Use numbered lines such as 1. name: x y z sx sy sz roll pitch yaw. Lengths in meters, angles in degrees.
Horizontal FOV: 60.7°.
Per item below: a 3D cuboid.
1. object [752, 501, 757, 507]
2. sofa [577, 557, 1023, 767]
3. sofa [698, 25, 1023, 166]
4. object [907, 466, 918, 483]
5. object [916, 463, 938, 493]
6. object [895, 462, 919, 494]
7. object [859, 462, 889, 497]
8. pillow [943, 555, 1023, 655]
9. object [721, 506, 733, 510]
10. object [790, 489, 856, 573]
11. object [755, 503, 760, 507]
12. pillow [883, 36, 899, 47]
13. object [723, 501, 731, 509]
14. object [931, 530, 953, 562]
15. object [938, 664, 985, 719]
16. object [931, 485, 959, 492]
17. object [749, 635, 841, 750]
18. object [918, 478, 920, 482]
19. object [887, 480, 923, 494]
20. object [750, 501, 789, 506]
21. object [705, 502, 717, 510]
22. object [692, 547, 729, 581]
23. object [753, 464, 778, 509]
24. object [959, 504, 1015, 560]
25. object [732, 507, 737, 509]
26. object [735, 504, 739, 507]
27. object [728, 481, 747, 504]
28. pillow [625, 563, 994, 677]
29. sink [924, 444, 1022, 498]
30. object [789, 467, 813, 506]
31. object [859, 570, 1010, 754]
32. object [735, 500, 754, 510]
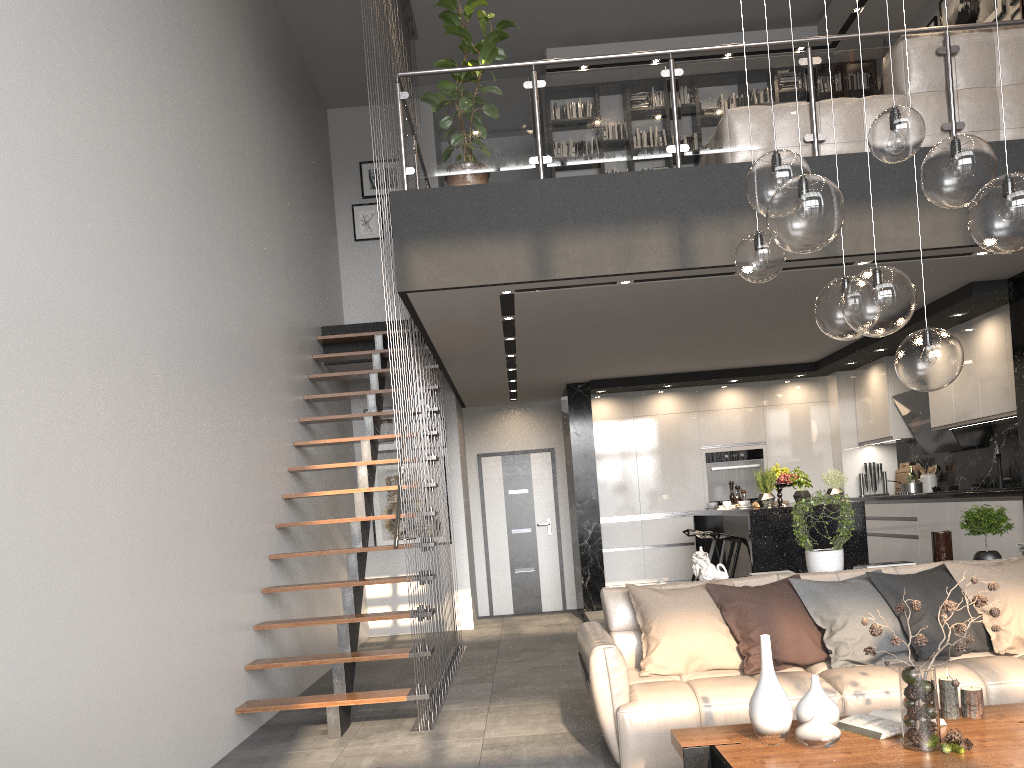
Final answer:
1. object: 2.151 1.043 7.620 0.131 0.059 0.070 -5 -5 1
2. sofa: 1.983 1.306 4.068 3.243 0.816 1.893 -5 -7 1
3. sofa: 2.418 -1.611 6.435 2.276 0.778 2.308 -5 -7 0
4. object: 4.156 0.991 9.064 0.089 0.282 0.081 -4 0 1
5. object: 4.158 0.932 8.734 0.175 0.304 0.158 -5 -1 4
6. object: 4.211 1.007 9.358 0.098 0.329 0.404 -4 -5 0
7. object: 3.959 1.043 9.596 0.322 0.372 0.066 -5 1 1
8. pillow: 2.980 1.106 4.431 1.394 0.546 0.761 -9 -7 31
9. object: 1.951 1.119 7.916 0.027 0.027 0.131 -1 -8 -40
10. object: 1.847 0.910 5.198 0.383 0.575 0.217 -4 -1 -19
11. object: 2.137 1.037 7.567 0.074 0.059 0.060 -6 -4 21
12. pillow: 2.897 -1.930 6.098 0.767 0.545 1.386 -8 -8 30
13. object: 1.958 1.104 7.963 0.083 0.070 0.078 -1 -6 -40
14. object: 2.556 1.005 5.194 0.109 0.267 0.109 -5 0 6
15. object: 1.717 1.173 3.350 0.154 0.210 0.077 -5 0 11
16. object: 4.011 0.979 8.193 0.350 0.060 0.235 -1 -8 -21
17. object: 1.025 1.111 3.204 0.317 0.397 0.320 -5 -3 19
18. object: 4.150 1.039 8.985 0.180 0.162 0.275 -5 -6 0
19. object: 3.873 1.007 8.585 0.199 0.153 0.352 -4 -7 -9
20. object: 2.562 1.195 8.753 0.290 0.030 0.404 -4 -8 0
21. object: 1.968 1.200 8.600 0.154 0.070 0.157 0 -8 -31
22. object: 1.180 1.107 5.201 0.208 0.289 0.135 -5 -1 20
23. object: 2.038 0.807 6.989 0.185 0.368 0.198 -3 -2 -45
24. object: 2.811 0.914 5.195 0.270 0.407 0.312 -3 -3 -40
25. object: 2.053 1.111 7.858 0.193 0.012 0.192 -10 -10 32
26. object: 2.061 1.094 7.855 0.074 0.042 0.129 -4 -8 -7
27. object: 2.280 1.093 8.768 0.150 0.283 0.201 -4 -2 -17
28. pillow: 1.597 1.226 4.551 1.940 0.499 0.546 -4 -4 0
29. sink: 3.956 0.789 7.351 0.498 0.544 1.122 -5 -7 0
30. object: 2.300 0.811 6.966 0.179 0.312 0.172 -5 -1 11
31. object: 1.519 0.950 3.048 0.540 0.602 0.320 -3 -2 -29
32. object: 1.956 1.021 7.379 0.154 0.070 0.157 0 -8 -31
